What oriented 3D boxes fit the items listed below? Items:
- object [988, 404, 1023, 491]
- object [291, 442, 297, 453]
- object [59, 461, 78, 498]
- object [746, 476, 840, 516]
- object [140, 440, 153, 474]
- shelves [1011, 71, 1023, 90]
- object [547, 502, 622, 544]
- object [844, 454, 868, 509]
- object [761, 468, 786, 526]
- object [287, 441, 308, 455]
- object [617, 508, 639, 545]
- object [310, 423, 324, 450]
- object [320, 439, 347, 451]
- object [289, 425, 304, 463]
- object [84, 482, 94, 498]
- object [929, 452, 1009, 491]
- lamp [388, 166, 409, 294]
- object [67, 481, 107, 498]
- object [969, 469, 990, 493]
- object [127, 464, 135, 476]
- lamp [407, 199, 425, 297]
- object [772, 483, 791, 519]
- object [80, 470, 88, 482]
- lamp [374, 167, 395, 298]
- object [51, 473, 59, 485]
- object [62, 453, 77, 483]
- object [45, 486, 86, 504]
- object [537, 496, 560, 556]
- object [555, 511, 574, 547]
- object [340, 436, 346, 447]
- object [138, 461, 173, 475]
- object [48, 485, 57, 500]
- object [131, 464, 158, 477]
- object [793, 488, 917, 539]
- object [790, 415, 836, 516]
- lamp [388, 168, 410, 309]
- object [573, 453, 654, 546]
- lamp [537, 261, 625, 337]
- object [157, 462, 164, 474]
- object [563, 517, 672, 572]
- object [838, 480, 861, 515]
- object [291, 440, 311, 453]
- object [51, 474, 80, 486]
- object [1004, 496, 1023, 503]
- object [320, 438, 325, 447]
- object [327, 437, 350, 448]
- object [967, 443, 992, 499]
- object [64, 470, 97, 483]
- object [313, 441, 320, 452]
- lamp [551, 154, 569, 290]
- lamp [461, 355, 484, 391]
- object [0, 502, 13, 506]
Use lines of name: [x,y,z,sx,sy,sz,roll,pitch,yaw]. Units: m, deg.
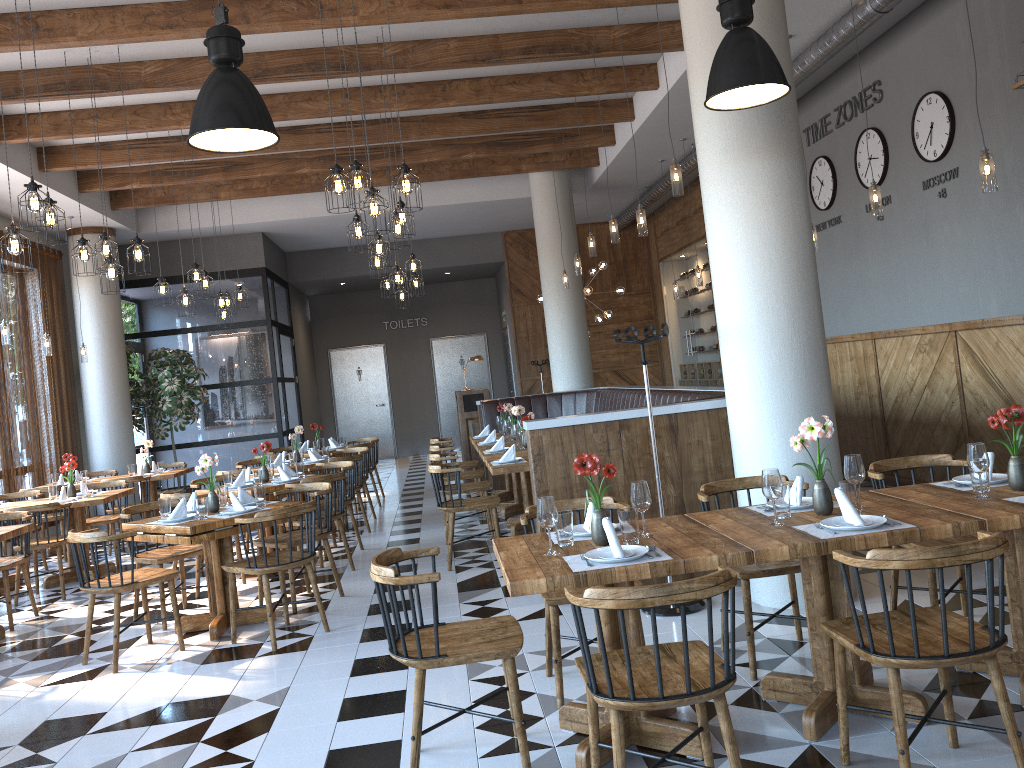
object: [2.015,0.258,3.573,0.156,0.355,0.171,-7,-2,32]
object: [-2.795,0.820,11.401,0.080,0.132,0.080,-6,-1,-30]
object: [-4.098,0.888,8.207,0.156,0.355,0.170,-6,-2,-26]
object: [1.207,0.455,3.788,0.352,0.137,0.271,-6,0,-5]
object: [-4.281,0.861,10.422,0.146,0.400,0.206,-6,-1,-13]
shelves: [3.470,-1.894,5.413,0.247,0.297,0.903,-6,0,-5]
object: [0.326,0.555,3.706,0.352,0.137,0.271,-6,0,-5]
object: [1.397,0.397,3.600,0.081,0.215,0.081,-6,-2,-14]
object: [1.019,0.441,3.455,0.081,0.215,0.081,-5,-2,-42]
object: [-2.654,0.803,11.229,0.351,0.137,0.272,-6,0,40]
object: [0.450,0.547,3.394,0.080,0.132,0.080,-7,-1,30]
object: [-2.520,0.676,11.466,0.170,0.355,0.156,-8,-2,42]
object: [-2.279,0.761,11.267,0.271,0.137,0.353,-6,0,40]
object: [-2.311,0.651,9.557,0.146,0.400,0.206,-7,-1,6]
object: [-3.907,0.980,8.189,0.080,0.132,0.080,-6,-1,-20]
object: [2.051,0.360,3.867,0.352,0.137,0.271,-6,0,-5]
lamp: [-1.567,-2.238,11.744,0.174,2.073,0.175,-8,-2,38]
object: [-4.110,0.996,8.521,0.352,0.137,0.271,-6,0,-5]
object: [1.931,0.379,3.658,0.080,0.132,0.080,-7,-1,25]
object: [-4.507,1.021,10.491,0.080,0.132,0.080,-6,-1,-20]
lamp: [-1.328,-2.160,11.442,0.175,2.073,0.175,-7,-2,5]
object: [1.087,0.474,3.580,0.080,0.132,0.080,-7,-1,25]
object: [-4.958,1.074,10.269,0.080,0.132,0.080,-7,-1,10]
lamp: [-1.727,-2.161,11.618,0.174,2.073,0.175,-7,-2,27]
object: [-5.367,1.118,10.411,0.080,0.132,0.080,-7,-1,10]
object: [-5.162,0.983,10.365,0.156,0.355,0.170,-6,-2,-29]
object: [-4.058,0.996,7.992,0.352,0.137,0.271,-6,0,-5]
object: [0.139,0.540,3.373,0.081,0.215,0.081,-5,-2,-42]
object: [0.206,0.573,3.498,0.080,0.132,0.080,-7,-1,25]
object: [-2.182,0.750,11.471,0.080,0.132,0.080,-7,-1,20]
object: [-4.301,0.993,10.673,0.352,0.137,0.271,-6,0,-5]
object: [-4.316,1.023,8.331,0.080,0.132,0.080,-6,-1,-20]
object: [-4.248,0.993,10.143,0.352,0.137,0.271,-6,0,-5]
object: [1.245,0.457,3.265,0.352,0.137,0.271,-6,0,-5]
object: [1.207,0.326,3.528,0.206,0.400,0.146,-8,-2,44]
lamp: [-1.522,-2.008,11.506,0.174,2.073,0.175,-8,-2,38]
object: [0.402,0.439,3.478,0.295,0.355,0.166,-6,-1,0]
lamp: [1.072,-1.809,14.312,1.163,2.195,1.183,-5,-2,-44]
object: [-4.099,0.977,10.349,0.080,0.132,0.080,-6,-1,-20]
object: [0.364,0.556,3.183,0.352,0.137,0.271,-6,0,-5]
object: [1.331,0.448,3.476,0.080,0.132,0.080,-7,-1,10]
object: [-2.694,0.804,11.604,0.271,0.137,0.353,-6,0,40]
object: [-5.128,1.092,10.061,0.352,0.137,0.271,-6,0,-5]
object: [2.089,0.362,3.344,0.352,0.137,0.271,-6,0,-5]
object: [-2.519,0.785,11.737,0.080,0.132,0.080,-7,-1,20]
object: [-2.319,0.761,11.643,0.351,0.137,0.272,-6,0,40]
object: [1.863,0.346,3.533,0.081,0.215,0.081,-6,-2,-14]
object: [-5.181,1.092,10.591,0.352,0.137,0.271,-6,0,-5]
object: [-2.454,0.785,11.124,0.080,0.132,0.080,-7,-1,10]
lamp: [0.607,-2.218,11.653,0.078,1.966,0.078,-7,-2,27]
lamp: [-0.568,-0.020,12.601,0.446,0.757,0.169,-6,-2,-30]
object: [-4.990,1.095,8.440,0.352,0.137,0.271,-6,0,-5]
